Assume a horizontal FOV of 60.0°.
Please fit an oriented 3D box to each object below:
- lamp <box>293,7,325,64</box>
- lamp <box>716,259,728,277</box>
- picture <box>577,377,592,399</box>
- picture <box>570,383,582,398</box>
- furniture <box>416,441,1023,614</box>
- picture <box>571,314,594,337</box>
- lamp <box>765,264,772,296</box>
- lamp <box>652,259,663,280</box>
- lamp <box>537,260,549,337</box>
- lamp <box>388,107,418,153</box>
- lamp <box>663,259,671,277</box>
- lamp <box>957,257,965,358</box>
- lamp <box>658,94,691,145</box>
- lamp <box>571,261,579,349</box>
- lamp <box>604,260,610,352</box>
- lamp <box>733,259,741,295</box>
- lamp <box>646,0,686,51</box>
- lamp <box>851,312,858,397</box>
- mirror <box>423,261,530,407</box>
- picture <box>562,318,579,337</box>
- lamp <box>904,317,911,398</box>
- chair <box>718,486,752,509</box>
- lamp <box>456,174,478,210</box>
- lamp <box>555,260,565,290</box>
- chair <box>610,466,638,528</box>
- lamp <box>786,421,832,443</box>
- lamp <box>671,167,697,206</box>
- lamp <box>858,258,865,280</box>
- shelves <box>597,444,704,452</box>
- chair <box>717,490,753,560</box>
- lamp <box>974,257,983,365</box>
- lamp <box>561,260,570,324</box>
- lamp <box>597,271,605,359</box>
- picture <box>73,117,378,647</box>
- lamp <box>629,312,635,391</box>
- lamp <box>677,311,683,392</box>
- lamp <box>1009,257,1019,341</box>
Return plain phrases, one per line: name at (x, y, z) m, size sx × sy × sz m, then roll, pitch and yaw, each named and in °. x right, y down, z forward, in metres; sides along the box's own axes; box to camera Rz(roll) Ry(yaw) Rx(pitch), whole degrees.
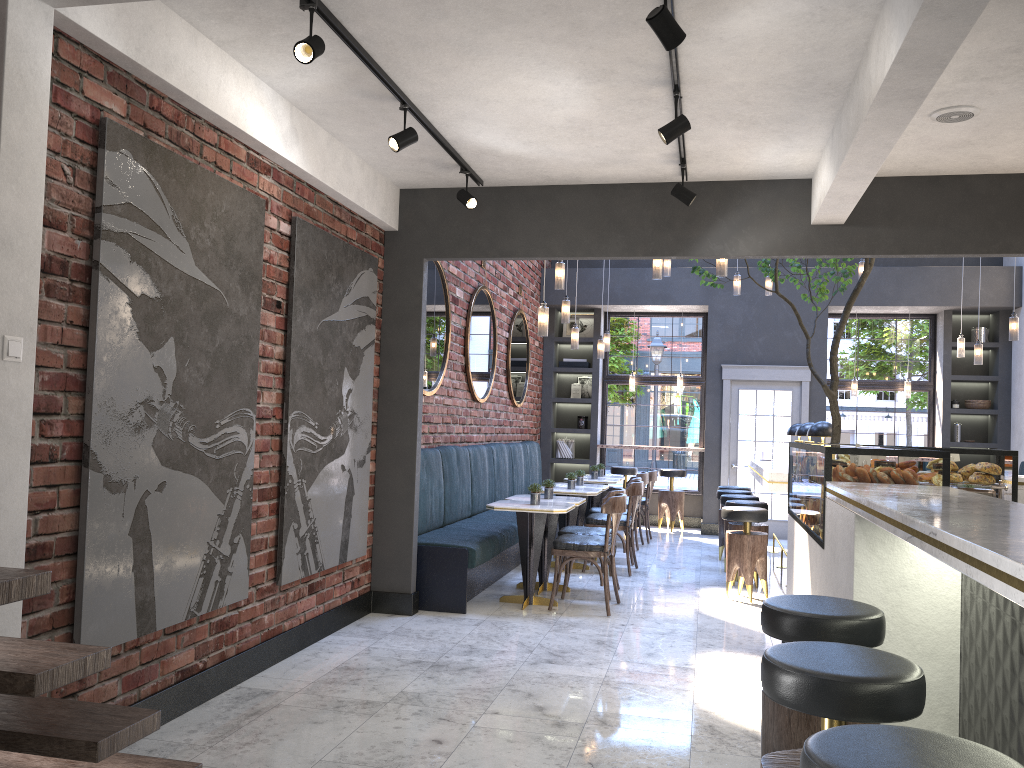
lamp at (-0.788, -1.350, 3.456) m, size 0.087 × 0.235 × 0.157 m, roll 2°, pitch -2°, yaw 7°
lamp at (1.588, -2.829, 6.495) m, size 0.078 × 4.103 × 0.078 m, roll 0°, pitch -3°, yaw 42°
picture at (1.052, 0.058, 12.693) m, size 0.247 × 0.326 × 0.044 m, roll 1°, pitch -2°, yaw 13°
picture at (0.919, 0.103, 12.694) m, size 0.161 × 0.227 × 0.049 m, roll 1°, pitch -2°, yaw 13°
furniture at (2.561, 1.245, 8.382) m, size 6.021 × 1.150 × 5.343 m, roll 1°, pitch -3°, yaw 13°
picture at (1.015, -0.817, 12.730) m, size 0.361 × 0.369 × 0.055 m, roll 1°, pitch -2°, yaw 13°
lamp at (3.095, -3.096, 10.526) m, size 0.078 × 4.103 × 0.078 m, roll 2°, pitch -2°, yaw -3°
lamp at (1.279, -2.923, 7.456) m, size 0.078 × 4.103 × 0.078 m, roll 0°, pitch -3°, yaw 42°
lamp at (0.302, -2.410, 6.761) m, size 0.078 × 4.103 × 0.078 m, roll 2°, pitch -2°, yaw -3°
lamp at (-0.554, -1.295, 4.531) m, size 0.157 × 0.238 × 0.087 m, roll 4°, pitch -3°, yaw -38°
lamp at (1.769, -3.232, 9.793) m, size 0.078 × 4.103 × 0.078 m, roll 2°, pitch -2°, yaw -3°
lamp at (5.142, -2.352, 10.093) m, size 0.078 × 4.103 × 0.078 m, roll 2°, pitch -2°, yaw -3°
lamp at (0.778, -1.262, 4.240) m, size 0.157 × 0.238 × 0.087 m, roll 2°, pitch -2°, yaw 7°
lamp at (0.716, -2.409, 9.224) m, size 0.078 × 4.103 × 0.078 m, roll 1°, pitch -2°, yaw 20°
lamp at (1.225, -2.449, 10.911) m, size 0.078 × 4.103 × 0.078 m, roll 2°, pitch -2°, yaw -3°
lamp at (2.586, -3.046, 9.993) m, size 0.078 × 4.103 × 0.078 m, roll 2°, pitch -2°, yaw -3°
lamp at (0.552, -1.319, 3.169) m, size 0.157 × 0.238 × 0.087 m, roll 4°, pitch -3°, yaw -38°
lamp at (4.551, -0.545, 11.750) m, size 0.078 × 1.428 × 0.078 m, roll 3°, pitch -2°, yaw -25°
mirror at (-0.292, -0.562, 9.043) m, size 0.036 × 1.509 × 4.775 m, roll 2°, pitch -3°, yaw 13°
picture at (0.845, -0.798, 12.731) m, size 0.230 × 0.313 × 0.061 m, roll 1°, pitch -2°, yaw 13°
lamp at (5.192, -0.530, 11.608) m, size 0.078 × 1.428 × 0.078 m, roll 0°, pitch -3°, yaw 42°
chair at (2.491, 1.522, 9.950) m, size 0.370 × 0.737 × 0.372 m, roll 3°, pitch -3°, yaw -34°
lamp at (-0.287, -1.231, 5.697) m, size 0.087 × 0.235 × 0.157 m, roll 4°, pitch -3°, yaw -37°
lamp at (0.465, -2.837, 7.446) m, size 0.078 × 4.103 × 0.078 m, roll 2°, pitch -2°, yaw -3°
chair at (1.517, 1.543, 12.082) m, size 0.370 × 0.821 × 0.372 m, roll 3°, pitch -2°, yaw -25°
lamp at (1.493, -1.044, 5.136) m, size 4.183 × 3.255 × 8.838 m, roll 2°, pitch -3°, yaw -4°
lamp at (1.047, -1.201, 5.403) m, size 0.157 × 0.238 × 0.087 m, roll 2°, pitch -2°, yaw 7°
lamp at (3.897, -3.165, 9.764) m, size 0.078 × 4.103 × 0.078 m, roll 2°, pitch -2°, yaw -3°
shelves at (3.363, 0.919, 11.954) m, size 4.402 × 0.043 × 0.384 m, roll 1°, pitch -3°, yaw 13°
chair at (2.319, 1.485, 9.261) m, size 0.370 × 0.737 × 0.372 m, roll 2°, pitch -2°, yaw 3°
lamp at (4.994, -2.253, 9.440) m, size 0.078 × 4.103 × 0.078 m, roll 2°, pitch -2°, yaw -3°
lamp at (0.584, -2.635, 8.603) m, size 0.078 × 4.103 × 0.078 m, roll 1°, pitch -2°, yaw 20°
lamp at (1.097, -2.345, 10.347) m, size 0.078 × 4.103 × 0.078 m, roll 2°, pitch -2°, yaw -3°
picture at (-1.273, 0.077, 4.688) m, size 0.033 × 2.027 × 2.822 m, roll 2°, pitch -2°, yaw 13°
lamp at (1.696, -0.614, 12.384) m, size 0.078 × 1.428 × 0.078 m, roll 0°, pitch -3°, yaw 42°
lamp at (2.338, -0.599, 12.242) m, size 0.078 × 1.428 × 0.078 m, roll 3°, pitch -2°, yaw -25°
lamp at (4.760, -2.456, 8.361) m, size 0.078 × 4.103 × 0.078 m, roll 3°, pitch -2°, yaw -25°
